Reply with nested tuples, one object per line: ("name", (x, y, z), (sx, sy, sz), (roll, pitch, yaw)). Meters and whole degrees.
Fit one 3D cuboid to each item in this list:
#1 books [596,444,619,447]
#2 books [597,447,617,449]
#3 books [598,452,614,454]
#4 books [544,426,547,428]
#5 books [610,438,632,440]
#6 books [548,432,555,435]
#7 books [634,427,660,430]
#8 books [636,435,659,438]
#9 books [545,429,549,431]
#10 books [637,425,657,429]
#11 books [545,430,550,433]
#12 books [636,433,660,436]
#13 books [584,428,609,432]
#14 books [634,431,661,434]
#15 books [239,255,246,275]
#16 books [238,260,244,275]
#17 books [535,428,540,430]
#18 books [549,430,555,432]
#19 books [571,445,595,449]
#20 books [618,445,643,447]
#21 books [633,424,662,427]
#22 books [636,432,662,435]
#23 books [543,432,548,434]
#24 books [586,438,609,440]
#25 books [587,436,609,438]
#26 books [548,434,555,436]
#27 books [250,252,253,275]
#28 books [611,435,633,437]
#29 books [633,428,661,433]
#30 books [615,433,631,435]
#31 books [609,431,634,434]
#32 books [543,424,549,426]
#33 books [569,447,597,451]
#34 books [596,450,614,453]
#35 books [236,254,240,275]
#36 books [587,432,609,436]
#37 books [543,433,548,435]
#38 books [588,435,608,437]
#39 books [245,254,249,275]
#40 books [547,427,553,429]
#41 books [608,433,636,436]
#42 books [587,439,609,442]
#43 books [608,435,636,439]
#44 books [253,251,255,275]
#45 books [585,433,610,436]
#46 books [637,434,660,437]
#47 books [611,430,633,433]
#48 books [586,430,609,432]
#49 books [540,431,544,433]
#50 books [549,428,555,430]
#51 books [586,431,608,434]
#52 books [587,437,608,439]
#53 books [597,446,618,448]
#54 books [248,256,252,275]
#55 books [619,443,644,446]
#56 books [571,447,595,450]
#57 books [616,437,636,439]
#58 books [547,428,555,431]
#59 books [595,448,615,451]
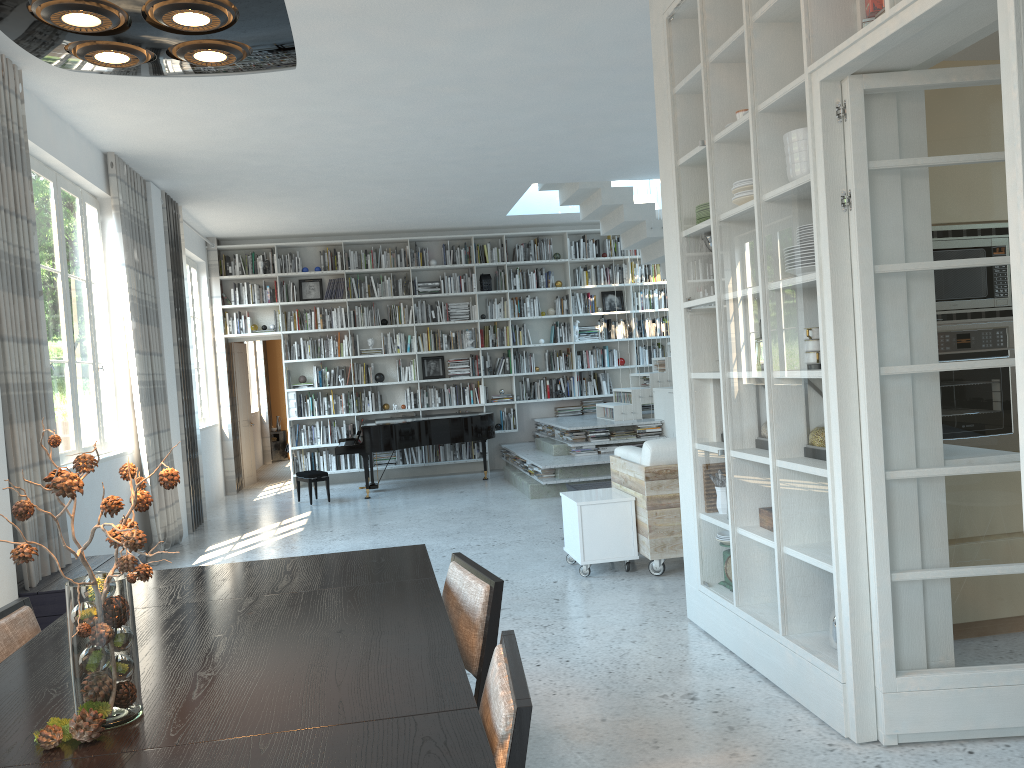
("books", (1.066, 0.687, 9.890), (0.220, 0.013, 0.149), (-4, 1, -10))
("books", (1.067, 0.708, 9.894), (0.211, 0.018, 0.134), (-4, 1, -6))
("books", (1.071, 0.756, 9.888), (0.208, 0.015, 0.152), (-4, 1, -11))
("books", (0.516, 0.544, 11.335), (0.167, 0.008, 0.234), (-4, 1, -10))
("books", (1.244, 0.614, 10.019), (0.291, 0.007, 0.174), (-4, 1, -6))
("books", (0.559, 0.615, 11.052), (0.177, 0.014, 0.247), (-4, 1, -11))
("books", (1.532, 0.502, 10.058), (0.261, 0.012, 0.179), (-4, 1, -5))
("books", (1.537, 0.590, 10.067), (0.220, 0.011, 0.177), (-4, 1, -11))
("books", (0.526, 0.583, 11.337), (0.154, 0.018, 0.221), (-4, 1, -10))
("books", (1.530, 0.484, 10.064), (0.192, 0.024, 0.167), (-4, 1, -4))
("books", (0.516, 0.604, 11.336), (0.164, 0.023, 0.242), (-4, 1, -5))
("books", (1.533, 0.568, 10.081), (0.262, 0.016, 0.132), (-4, 1, -14))
("books", (0.955, 0.514, 9.999), (0.261, 0.016, 0.128), (-4, 1, -10))
("books", (1.533, 0.545, 10.075), (0.268, 0.014, 0.160), (-4, 1, -10))
("books", (-3.422, -1.498, 11.306), (0.057, 0.263, 0.190), (-4, 2, -9))
("books", (-3.455, -1.468, 11.308), (0.030, 0.206, 0.175), (-4, 2, -9))
("books", (0.419, 0.596, 11.923), (0.175, 0.017, 0.265), (-4, 1, -6))
("books", (0.566, 0.581, 11.053), (0.159, 0.018, 0.203), (-4, 1, -11))
("books", (0.787, 0.694, 9.833), (0.233, 0.025, 0.157), (-4, 1, -14))
("books", (1.351, 0.694, 9.914), (0.287, 0.018, 0.190), (-4, 1, -10))
("books", (1.530, 0.466, 10.053), (0.285, 0.013, 0.181), (-4, 1, -14))
("books", (1.537, 0.556, 10.056), (0.281, 0.008, 0.181), (-4, 1, -4))
("books", (0.509, 0.622, 11.336), (0.190, 0.012, 0.235), (-4, 1, -11))
("books", (0.964, 0.616, 9.991), (0.227, 0.013, 0.148), (-4, 1, -11))
("books", (0.965, 0.591, 9.972), (0.215, 0.013, 0.189), (-4, 1, -10))
("books", (0.553, 0.628, 11.052), (0.182, 0.011, 0.253), (-4, 1, -5))
("books", (-3.323, -1.526, 11.341), (0.014, 0.304, 0.145), (-4, 2, -9))
("books", (1.241, 0.583, 10.022), (0.214, 0.015, 0.177), (-4, 1, -8))
("books", (1.533, 0.523, 10.066), (0.284, 0.030, 0.177), (-4, 1, -8))
("books", (1.238, 0.556, 10.028), (0.179, 0.010, 0.160), (-4, 1, -7))
("books", (1.238, 0.545, 10.022), (0.245, 0.013, 0.172), (-4, 1, -10))
("books", (0.507, 0.511, 11.333), (0.164, 0.015, 0.243), (-4, 1, -14))
("books", (0.789, 0.723, 9.836), (0.292, 0.012, 0.159), (-4, 1, -6))
("books", (1.072, 0.739, 9.873), (0.232, 0.019, 0.169), (-4, 1, -14))
("books", (-3.487, -1.504, 11.311), (0.028, 0.283, 0.189), (-4, 2, -9))
("books", (0.964, 0.557, 9.963), (0.230, 0.015, 0.190), (-4, 1, -4))
("books", (0.514, 0.634, 11.337), (0.183, 0.012, 0.296), (-4, 1, -10))
("books", (0.963, 0.579, 9.982), (0.210, 0.012, 0.168), (-4, 1, -8))
("books", (-3.378, -1.512, 11.329), (0.039, 0.283, 0.181), (-4, 2, -9))
("books", (0.551, 0.540, 11.050), (0.187, 0.009, 0.261), (-4, 1, -10))
("books", (1.242, 0.569, 10.006), (0.273, 0.014, 0.187), (-4, 1, -14))
("books", (0.967, 0.629, 9.977), (0.216, 0.015, 0.177), (-4, 1, -11))
("books", (1.239, 0.598, 10.038), (0.293, 0.014, 0.133), (-4, 1, -12))
("books", (-3.304, -1.533, 11.355), (0.029, 0.315, 0.129), (-4, 2, -9))
("books", (0.962, 0.568, 9.984), (0.260, 0.009, 0.153), (-4, 1, -6))
("books", (1.535, 0.580, 10.076), (0.259, 0.009, 0.152), (-4, 1, -12))
("books", (1.238, 0.533, 10.015), (0.203, 0.011, 0.173), (-4, 1, -14))
("books", (0.959, 0.527, 9.979), (0.228, 0.009, 0.159), (-4, 1, -13))
("books", (0.472, 0.629, 11.638), (0.173, 0.017, 0.233), (-4, 1, -10))
("books", (0.558, 0.550, 11.051), (0.161, 0.012, 0.254), (-4, 1, -5))
("books", (0.959, 0.540, 9.988), (0.221, 0.018, 0.154), (-4, 1, -8))
("books", (0.962, 0.603, 9.996), (0.207, 0.012, 0.131), (-4, 1, -13))
("books", (1.067, 0.697, 9.888), (0.242, 0.005, 0.152), (-4, 1, -8))
("books", (-3.346, -1.502, 11.353), (0.030, 0.257, 0.130), (-4, 2, -9))
("books", (1.342, 0.681, 9.921), (0.275, 0.009, 0.176), (-4, 1, -9))
("books", (0.786, 0.711, 9.847), (0.257, 0.010, 0.132), (-4, 1, -5))
("books", (1.243, 0.608, 10.018), (0.287, 0.005, 0.165), (-4, 1, -4))
("books", (0.556, 0.565, 11.051), (0.179, 0.017, 0.293), (-4, 1, -8))
("books", (1.070, 0.723, 9.883), (0.272, 0.012, 0.158), (-4, 1, -11))
